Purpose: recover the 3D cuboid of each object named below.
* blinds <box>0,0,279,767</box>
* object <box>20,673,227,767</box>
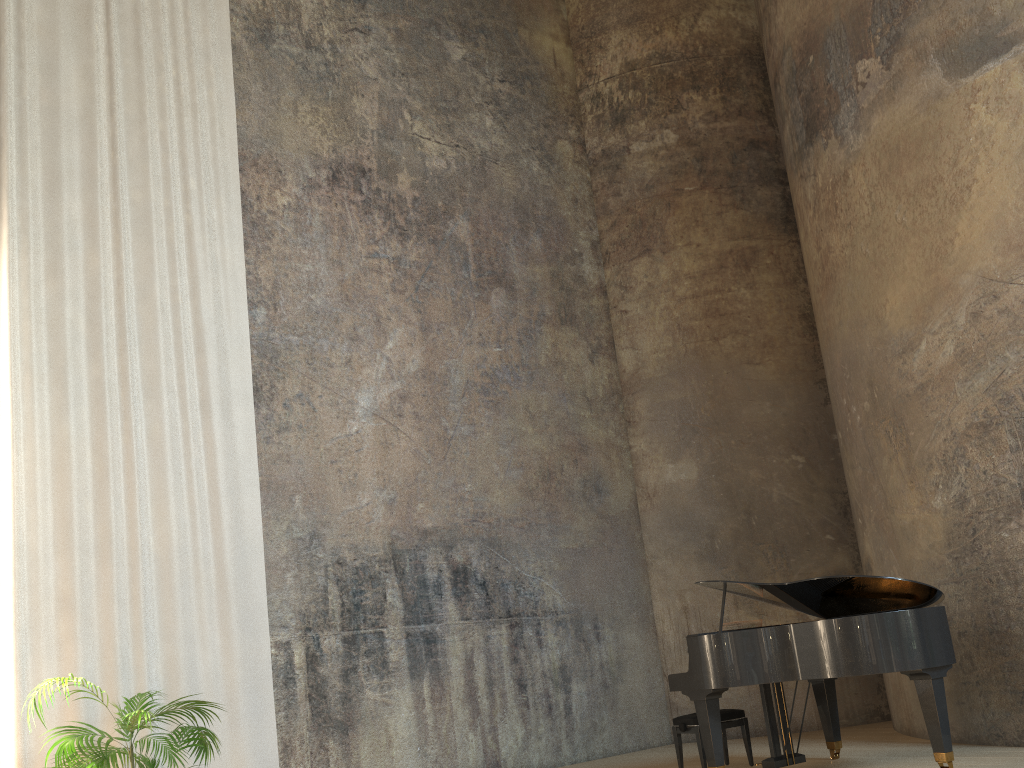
[{"bbox_3d":[-5.189,-1.195,4.483,7.846,8.411,0.281,3,-15,-35],"label":"blinds"},{"bbox_3d":[-2.112,2.318,4.860,1.137,1.416,1.116,7,-19,-44],"label":"object"}]
